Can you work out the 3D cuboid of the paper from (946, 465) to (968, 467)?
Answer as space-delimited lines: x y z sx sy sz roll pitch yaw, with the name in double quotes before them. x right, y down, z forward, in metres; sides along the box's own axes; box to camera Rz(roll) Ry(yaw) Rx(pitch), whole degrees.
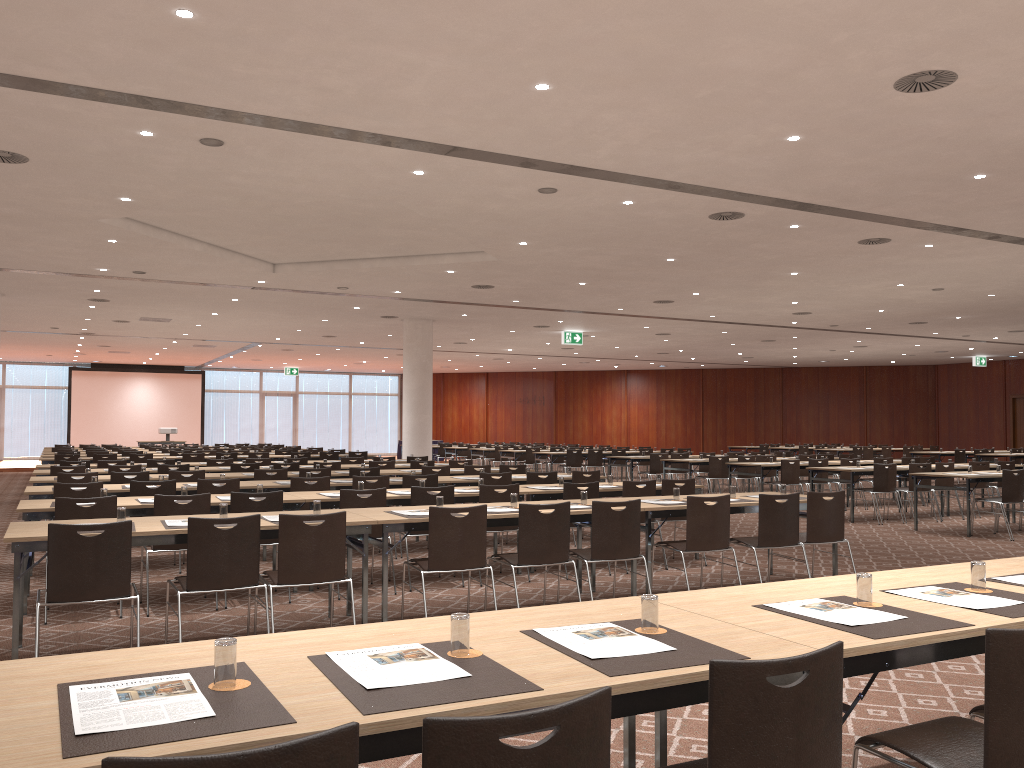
"paper" 7.635 1.432 15.497 0.460 0.003 0.565 2 -3 -27

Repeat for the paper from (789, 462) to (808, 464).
"paper" 5.268 1.474 16.516 0.460 0.003 0.565 2 -3 -27

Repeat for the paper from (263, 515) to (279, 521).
"paper" -1.597 0.950 6.294 0.283 0.006 0.398 2 -3 -25

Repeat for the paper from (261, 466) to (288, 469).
"paper" -3.737 1.326 14.087 0.460 0.003 0.565 2 -3 -26

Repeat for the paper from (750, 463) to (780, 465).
"paper" 4.707 1.456 16.190 0.460 0.003 0.565 2 -3 -28

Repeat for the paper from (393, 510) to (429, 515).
"paper" -0.717 0.974 6.732 0.283 0.006 0.398 2 -3 -29

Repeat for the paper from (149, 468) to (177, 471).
"paper" -5.194 1.285 13.344 0.460 0.003 0.565 2 -3 -31

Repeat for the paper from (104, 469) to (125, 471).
"paper" -5.862 1.266 13.085 0.283 0.006 0.398 2 -3 -27

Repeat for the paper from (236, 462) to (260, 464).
"paper" -4.661 1.411 15.892 0.460 0.003 0.565 2 -3 -28

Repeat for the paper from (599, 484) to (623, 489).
"paper" 1.046 1.133 9.804 0.460 0.003 0.565 2 -3 -28

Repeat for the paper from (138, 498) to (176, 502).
"paper" -3.111 1.016 7.772 0.283 0.006 0.398 2 -3 -27

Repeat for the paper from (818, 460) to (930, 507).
"paper" 7.213 1.954 17.652 2.267 0.832 0.953 2 -3 -27

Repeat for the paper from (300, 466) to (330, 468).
"paper" -3.182 1.343 14.397 0.460 0.003 0.565 2 -3 -28

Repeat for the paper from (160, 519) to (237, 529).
"paper" -2.100 0.935 5.959 0.460 0.003 0.565 1 -3 -25

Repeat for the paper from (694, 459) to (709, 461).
"paper" 3.761 1.539 17.964 0.460 0.003 0.565 2 -3 -29

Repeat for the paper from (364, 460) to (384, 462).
"paper" -2.637 1.467 16.903 0.460 0.003 0.565 1 -3 -24

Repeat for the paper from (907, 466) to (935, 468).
"paper" 6.792 1.406 15.013 0.460 0.003 0.565 1 -3 -24

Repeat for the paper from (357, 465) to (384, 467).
"paper" -2.295 1.367 14.835 0.460 0.003 0.565 2 -3 -28

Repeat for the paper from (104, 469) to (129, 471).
"paper" -5.756 1.270 13.070 0.460 0.003 0.565 2 -3 -28

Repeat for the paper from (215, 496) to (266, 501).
"paper" -2.427 1.037 8.058 0.460 0.003 0.565 1 -3 -24

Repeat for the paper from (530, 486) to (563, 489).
"paper" 0.371 1.114 9.536 0.283 0.006 0.398 2 -3 -27

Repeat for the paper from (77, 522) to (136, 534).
"paper" -2.653 0.919 5.652 0.460 0.003 0.565 1 -3 -24

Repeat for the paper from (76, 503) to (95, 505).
"paper" -3.677 1.000 7.482 0.283 0.006 0.398 2 -3 -26

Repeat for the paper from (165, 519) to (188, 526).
"paper" -2.183 0.933 5.988 0.283 0.006 0.398 1 -3 -24

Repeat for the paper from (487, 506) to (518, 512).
"paper" -0.143 0.990 7.029 0.283 0.006 0.398 2 -3 -26

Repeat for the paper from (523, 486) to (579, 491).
"paper" 0.427 1.117 9.507 0.460 0.003 0.565 2 -3 -25

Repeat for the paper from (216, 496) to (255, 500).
"paper" -2.509 1.032 8.053 0.283 0.006 0.398 2 -3 -26

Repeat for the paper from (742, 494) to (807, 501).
"paper" 2.514 1.067 8.340 0.460 0.003 0.565 2 -3 -27

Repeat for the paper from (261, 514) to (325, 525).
"paper" -1.502 0.952 6.255 0.460 0.003 0.565 2 -3 -29

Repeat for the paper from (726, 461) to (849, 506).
"paper" 5.196 1.896 16.612 2.267 0.832 0.953 2 -3 -27

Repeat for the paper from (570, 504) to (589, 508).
"paper" 0.444 1.007 7.336 0.283 0.006 0.398 1 -3 -24

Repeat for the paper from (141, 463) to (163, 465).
"paper" -6.112 1.368 15.125 0.460 0.003 0.565 2 -3 -30

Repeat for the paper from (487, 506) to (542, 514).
"paper" -0.103 0.992 6.993 0.460 0.003 0.565 2 -3 -28

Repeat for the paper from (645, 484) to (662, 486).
"paper" 1.533 1.147 10.140 0.283 0.006 0.398 2 -3 -27

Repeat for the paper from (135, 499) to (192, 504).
"paper" -3.014 1.019 7.737 0.460 0.003 0.565 2 -3 -29

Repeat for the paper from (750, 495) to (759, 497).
"paper" 2.450 1.063 8.342 0.283 0.006 0.398 2 -3 -28

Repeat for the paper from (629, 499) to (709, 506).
"paper" 1.371 1.035 7.774 0.460 0.003 0.565 1 -3 -25

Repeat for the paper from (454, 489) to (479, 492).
"paper" -0.495 1.090 9.109 0.283 0.006 0.398 2 -3 -27

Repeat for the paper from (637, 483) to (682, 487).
"paper" 1.614 1.151 10.125 0.460 0.003 0.565 1 -3 -24

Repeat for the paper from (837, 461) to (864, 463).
"paper" 6.712 1.515 17.265 0.460 0.003 0.565 2 -3 -26

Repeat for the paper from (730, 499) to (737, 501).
"paper" 1.836 1.048 8.077 0.283 0.006 0.398 2 -3 -29

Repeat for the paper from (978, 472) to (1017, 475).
"paper" 7.111 1.307 12.960 0.460 0.003 0.565 2 -3 -26

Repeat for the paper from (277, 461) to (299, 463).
"paper" -4.063 1.426 16.173 0.460 0.003 0.565 2 -3 -26

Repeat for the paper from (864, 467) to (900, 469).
"paper" 6.170 1.389 14.709 0.460 0.003 0.565 2 -3 -26

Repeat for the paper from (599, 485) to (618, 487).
"paper" 0.954 1.130 9.834 0.283 0.006 0.398 2 -3 -26

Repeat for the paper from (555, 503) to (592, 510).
"paper" 0.473 1.010 7.315 0.460 0.003 0.565 2 -3 -26

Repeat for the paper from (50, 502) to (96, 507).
"paper" -3.608 1.003 7.441 0.460 0.003 0.565 2 -3 -25

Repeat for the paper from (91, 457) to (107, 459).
"paper" -8.277 1.499 17.942 0.460 0.003 0.565 2 -3 -28

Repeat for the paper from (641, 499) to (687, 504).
"paper" 1.296 1.032 7.797 0.283 0.006 0.398 2 -3 -28

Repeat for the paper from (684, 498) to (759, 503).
"paper" 1.910 1.050 8.050 0.460 0.003 0.565 1 -3 -24

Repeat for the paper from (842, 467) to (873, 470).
"paper" 5.602 1.373 14.421 0.460 0.003 0.565 2 -3 -26

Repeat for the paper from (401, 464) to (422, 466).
"paper" -1.715 1.385 15.166 0.460 0.003 0.565 2 -3 -28

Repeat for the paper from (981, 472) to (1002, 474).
"paper" 7.029 1.303 12.960 0.283 0.006 0.398 2 -3 -29

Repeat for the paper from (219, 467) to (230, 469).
"paper" -4.394 1.308 13.844 0.283 0.006 0.398 2 -3 -29

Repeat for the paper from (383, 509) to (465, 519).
"paper" -0.657 0.975 6.674 0.460 0.003 0.565 2 -3 -27

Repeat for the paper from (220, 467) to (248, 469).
"paper" -4.301 1.310 13.797 0.460 0.003 0.565 2 -3 -30

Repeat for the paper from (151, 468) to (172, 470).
"paper" -5.271 1.283 13.386 0.283 0.006 0.398 2 -3 -27

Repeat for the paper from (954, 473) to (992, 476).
"paper" 6.545 1.291 12.667 0.460 0.003 0.565 2 -3 -27
